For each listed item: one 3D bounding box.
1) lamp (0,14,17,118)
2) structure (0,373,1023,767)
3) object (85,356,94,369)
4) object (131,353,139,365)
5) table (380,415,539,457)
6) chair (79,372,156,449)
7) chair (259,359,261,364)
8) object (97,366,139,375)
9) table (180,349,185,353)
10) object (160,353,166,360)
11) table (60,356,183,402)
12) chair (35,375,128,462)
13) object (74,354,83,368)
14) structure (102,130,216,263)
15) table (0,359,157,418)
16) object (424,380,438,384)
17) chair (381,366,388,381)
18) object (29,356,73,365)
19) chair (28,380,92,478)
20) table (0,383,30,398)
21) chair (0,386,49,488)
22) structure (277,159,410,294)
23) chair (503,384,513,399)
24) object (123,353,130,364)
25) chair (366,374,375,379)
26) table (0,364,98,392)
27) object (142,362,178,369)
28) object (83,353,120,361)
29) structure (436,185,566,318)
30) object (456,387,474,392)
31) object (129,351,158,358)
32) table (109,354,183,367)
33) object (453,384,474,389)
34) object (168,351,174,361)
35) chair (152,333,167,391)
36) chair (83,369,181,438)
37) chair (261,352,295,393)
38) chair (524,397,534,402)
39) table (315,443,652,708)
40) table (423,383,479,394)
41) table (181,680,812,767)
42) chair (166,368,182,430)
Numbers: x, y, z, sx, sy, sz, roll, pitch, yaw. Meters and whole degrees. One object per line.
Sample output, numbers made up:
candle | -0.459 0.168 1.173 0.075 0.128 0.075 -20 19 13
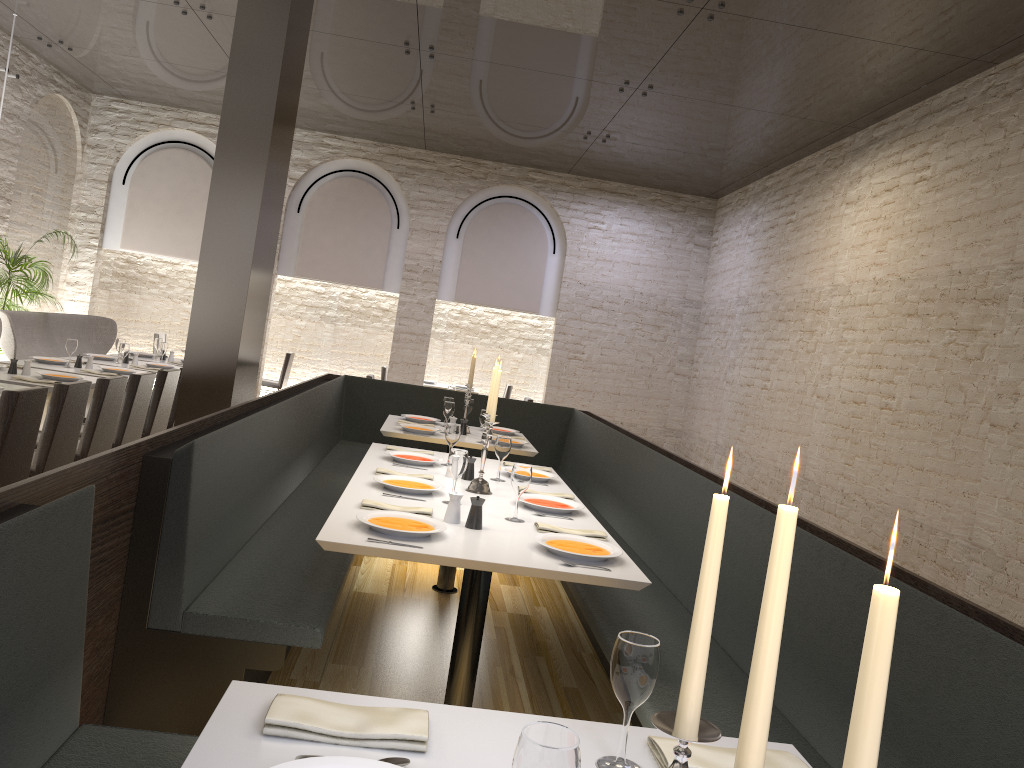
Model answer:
lamp | -4.846 -2.482 8.374 0.177 2.041 0.178 9 0 -26
structure | -0.075 0.849 2.554 2.370 1.000 10.760 8 2 -5
object | -3.455 -0.179 7.252 0.059 0.109 0.059 9 1 30
object | -3.548 -0.240 8.351 0.059 0.109 0.059 9 1 30
table | -0.464 0.737 6.669 1.100 0.760 1.189 8 2 -5
chair | -2.810 0.338 6.010 0.565 0.906 0.412 9 0 -5
chair | -3.124 0.134 9.691 0.565 0.906 0.412 9 0 -5
object | -3.243 -0.109 7.292 0.322 0.036 0.321 10 3 32
table | -4.065 -0.049 12.361 0.935 0.760 1.012 8 2 -5
object | -3.711 -0.310 9.436 0.059 0.109 0.059 9 1 30
table | -3.657 0.183 8.371 0.935 0.760 1.012 8 2 -5
chair | -2.761 0.369 5.443 0.565 0.906 0.412 9 0 -5
object | -3.520 -0.186 7.201 0.059 0.109 0.059 9 1 30
structure | -4.405 -2.481 11.589 1.632 1.675 0.098 8 0 -5
table | -3.563 0.244 7.272 0.935 0.760 1.012 8 2 -5
object | -1.218 -0.029 12.605 0.322 0.036 0.321 10 3 30
chair | -1.633 0.236 12.568 0.565 0.906 0.412 9 0 -5
object | -3.772 -0.187 7.247 0.322 0.036 0.321 10 3 32
chair | -2.711 0.402 4.853 0.565 0.906 0.412 9 0 -5
table | -3.368 0.370 4.991 0.935 0.760 1.012 8 2 -5
chair | -2.663 0.433 4.292 0.565 0.906 0.412 9 0 -5
structure | -2.178 -2.153 11.784 1.632 1.675 0.098 8 0 -5
chair | -0.341 0.427 12.681 0.565 0.906 0.412 9 0 -5
object | -3.614 -0.247 8.300 0.059 0.109 0.059 9 1 30
chair | -1.404 0.385 9.887 0.565 0.906 0.412 9 0 -5
table | -3.468 0.305 6.157 0.935 0.760 1.012 8 2 -5
object | -3.337 -0.170 8.391 0.322 0.036 0.321 10 3 32
object | -3.866 -0.248 8.347 0.322 0.036 0.321 10 3 32
structure | -0.090 -1.845 11.966 1.632 1.675 0.098 8 0 -5
object | -0.661 0.076 12.290 0.272 0.033 0.143 8 2 -5
object | -3.963 -0.311 9.483 0.322 0.036 0.321 10 3 32
table | -3.754 0.120 9.507 0.935 0.760 1.012 8 2 -5
object | -0.689 0.049 12.649 0.322 0.036 0.321 10 3 30
object | -3.645 -0.303 9.487 0.059 0.109 0.059 9 1 30
chair | -4.703 -0.216 12.299 0.565 0.906 0.412 9 0 -5
chair | -2.860 0.305 6.597 0.565 0.906 0.412 9 0 -5
chair | -3.410 -0.025 12.412 0.565 0.906 0.412 9 0 -5
chair | -0.112 0.575 10.000 0.565 0.906 0.412 9 0 -5
table | -0.247 0.879 4.122 1.100 0.760 2.541 8 2 -5
table | -1.010 0.401 12.629 0.935 0.760 1.012 8 2 -5
table | 0.067 1.082 0.450 1.100 0.760 2.541 8 2 -5
chair | -2.907 0.275 7.152 0.565 0.906 0.412 9 0 -5
